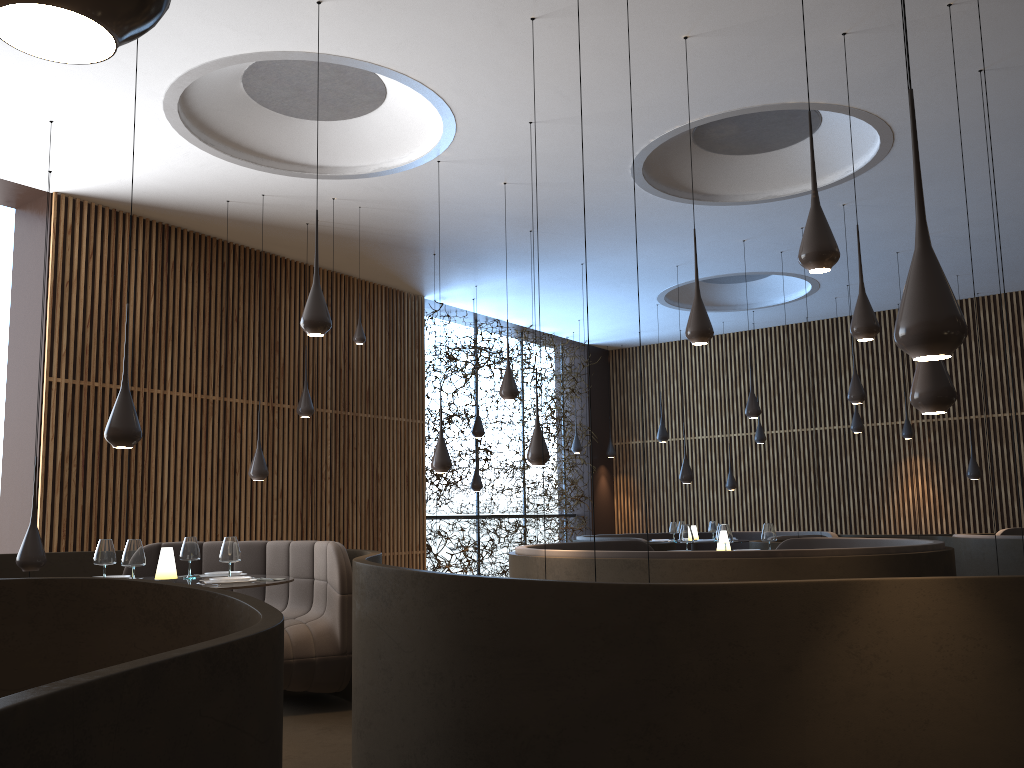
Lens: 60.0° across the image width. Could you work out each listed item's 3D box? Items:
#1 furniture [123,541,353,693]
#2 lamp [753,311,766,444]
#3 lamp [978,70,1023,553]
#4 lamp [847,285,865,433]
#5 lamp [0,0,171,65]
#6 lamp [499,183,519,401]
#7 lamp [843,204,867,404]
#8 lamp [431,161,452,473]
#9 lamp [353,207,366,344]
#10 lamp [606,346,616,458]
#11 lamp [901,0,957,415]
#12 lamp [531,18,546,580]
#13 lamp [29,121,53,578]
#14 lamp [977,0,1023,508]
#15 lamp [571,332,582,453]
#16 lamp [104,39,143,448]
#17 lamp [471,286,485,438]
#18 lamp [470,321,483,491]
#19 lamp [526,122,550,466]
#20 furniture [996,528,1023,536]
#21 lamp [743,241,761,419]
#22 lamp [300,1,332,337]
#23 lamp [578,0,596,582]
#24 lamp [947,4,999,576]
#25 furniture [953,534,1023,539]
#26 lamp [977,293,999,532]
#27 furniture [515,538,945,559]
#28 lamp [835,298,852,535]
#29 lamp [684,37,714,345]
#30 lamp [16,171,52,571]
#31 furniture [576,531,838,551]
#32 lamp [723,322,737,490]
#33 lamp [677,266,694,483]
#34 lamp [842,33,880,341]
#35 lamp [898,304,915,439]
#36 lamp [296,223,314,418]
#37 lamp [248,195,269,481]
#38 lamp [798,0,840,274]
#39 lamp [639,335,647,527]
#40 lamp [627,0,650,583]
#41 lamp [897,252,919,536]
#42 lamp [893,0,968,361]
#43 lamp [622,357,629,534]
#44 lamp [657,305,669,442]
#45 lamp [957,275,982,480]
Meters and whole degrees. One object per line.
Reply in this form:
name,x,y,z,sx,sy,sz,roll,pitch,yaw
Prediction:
furniture,-2.155,1.735,6.720,2.534,1.057,0.933,-6,-9,32
lamp,4.073,-0.122,14.743,0.196,2.216,0.196,-4,-8,21
lamp,3.704,0.666,6.503,0.196,6.255,0.196,1,-8,-19
lamp,5.063,-0.382,13.174,0.196,2.216,0.196,-4,-8,21
lamp,-0.436,-1.774,0.976,0.196,2.951,0.196,5,-9,-39
lamp,-0.050,-0.938,8.873,0.196,2.216,0.196,-5,-8,31
lamp,3.701,-0.888,9.696,0.196,2.216,0.196,1,-8,-19
lamp,-0.669,-0.655,8.254,0.196,2.951,0.196,0,-7,-9
lamp,-1.636,-1.173,9.523,0.133,1.504,0.133,-5,-8,31
lamp,1.924,0.350,17.558,0.196,2.216,0.196,3,-8,-29
lamp,1.858,-1.333,4.145,0.196,2.951,0.196,-7,-10,41
lamp,0.201,0.605,5.670,0.196,6.255,0.196,-7,-10,41
lamp,-3.814,0.896,7.062,0.196,6.255,0.196,-2,-7,11
lamp,2.825,0.442,4.930,0.196,6.255,0.196,-4,-8,21
lamp,1.151,0.149,16.149,0.196,2.216,0.196,3,-8,-29
lamp,-2.178,-1.112,5.082,0.196,2.951,0.196,1,-8,-19
lamp,-0.503,-0.330,12.810,0.196,2.216,0.196,1,-8,-19
lamp,-0.559,0.148,13.513,0.196,2.951,0.196,1,-8,-19
lamp,0.189,-0.793,7.465,0.196,2.951,0.196,-1,-7,1
furniture,8.202,2.250,10.679,1.981,1.044,3.947,2,-9,-22
lamp,2.911,-0.684,10.909,0.196,2.216,0.196,1,-8,-19
lamp,-1.247,-1.404,5.681,0.196,2.216,0.196,1,-8,-19
lamp,0.398,0.406,4.394,0.196,6.255,0.196,1,-8,-19
lamp,3.017,0.540,5.599,0.196,6.255,0.196,3,-8,-29
furniture,5.868,2.229,10.000,0.900,1.044,2.540,1,-9,-12
lamp,7.395,1.676,13.566,0.196,6.255,0.196,5,-9,-39
furniture,1.971,2.060,8.313,3.881,1.114,3.803,-3,-9,11
lamp,5.198,1.735,13.675,0.196,6.255,0.196,5,-9,-39
lamp,1.262,-1.374,6.195,0.196,2.216,0.196,-7,-10,41
lamp,-3.447,-0.136,6.486,0.196,2.951,0.196,0,-7,-9
furniture,2.921,2.762,13.177,3.884,1.044,3.803,-3,-9,13
lamp,3.761,0.367,15.487,0.196,2.951,0.196,-4,-8,21
lamp,2.285,-0.150,11.928,0.196,2.951,0.196,-5,-8,31
lamp,2.392,-1.400,6.191,0.196,2.216,0.196,-5,-8,31
lamp,6.371,-0.215,14.430,0.196,2.216,0.196,-4,-8,21
lamp,-2.314,-0.729,9.978,0.196,2.216,0.196,3,-8,-29
lamp,-2.557,-0.501,9.027,0.196,2.951,0.196,-4,-8,21
lamp,1.470,-1.647,4.434,0.196,2.216,0.196,1,-8,-19
lamp,2.413,2.143,15.991,0.196,6.255,0.196,3,-8,-29
lamp,0.737,0.478,4.907,0.196,6.255,0.196,-7,-10,41
lamp,5.138,1.371,11.291,0.196,6.255,0.196,5,-9,-39
lamp,1.175,-1.538,2.724,0.196,2.951,0.196,1,-8,-19
lamp,2.240,2.330,17.189,0.196,6.255,0.196,3,-8,-29
lamp,2.366,-0.178,14.163,0.196,2.216,0.196,-4,-8,21
lamp,6.503,-0.112,12.703,0.196,2.951,0.196,-4,-8,21
